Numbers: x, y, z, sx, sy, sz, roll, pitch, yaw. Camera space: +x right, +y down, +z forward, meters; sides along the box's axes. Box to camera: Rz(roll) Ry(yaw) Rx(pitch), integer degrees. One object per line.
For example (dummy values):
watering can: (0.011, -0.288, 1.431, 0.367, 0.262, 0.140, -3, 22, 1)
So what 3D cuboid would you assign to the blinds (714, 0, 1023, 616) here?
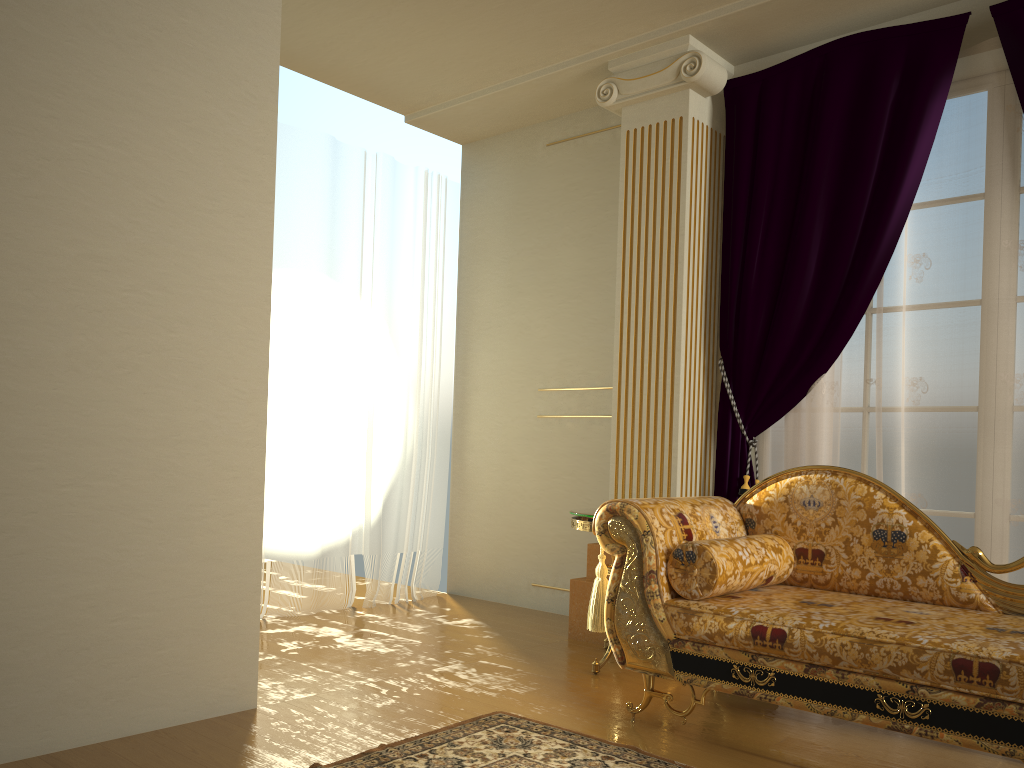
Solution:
blinds: (1.778, -0.123, 3.386, 2.234, 2.649, 0.340, 0, -2, 43)

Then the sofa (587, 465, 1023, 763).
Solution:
sofa: (1.157, 0.683, 2.614, 1.893, 0.869, 0.695, -1, -4, 42)

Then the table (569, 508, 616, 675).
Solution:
table: (0.518, 0.864, 3.717, 0.571, 0.642, 0.572, 2, -2, -3)

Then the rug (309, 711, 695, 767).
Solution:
rug: (-0.266, 0.946, 1.136, 2.117, 0.017, 3.087, -2, -6, 42)

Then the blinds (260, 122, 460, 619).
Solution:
blinds: (-1.052, -0.056, 4.539, 0.164, 2.502, 2.171, 2, -2, 44)
